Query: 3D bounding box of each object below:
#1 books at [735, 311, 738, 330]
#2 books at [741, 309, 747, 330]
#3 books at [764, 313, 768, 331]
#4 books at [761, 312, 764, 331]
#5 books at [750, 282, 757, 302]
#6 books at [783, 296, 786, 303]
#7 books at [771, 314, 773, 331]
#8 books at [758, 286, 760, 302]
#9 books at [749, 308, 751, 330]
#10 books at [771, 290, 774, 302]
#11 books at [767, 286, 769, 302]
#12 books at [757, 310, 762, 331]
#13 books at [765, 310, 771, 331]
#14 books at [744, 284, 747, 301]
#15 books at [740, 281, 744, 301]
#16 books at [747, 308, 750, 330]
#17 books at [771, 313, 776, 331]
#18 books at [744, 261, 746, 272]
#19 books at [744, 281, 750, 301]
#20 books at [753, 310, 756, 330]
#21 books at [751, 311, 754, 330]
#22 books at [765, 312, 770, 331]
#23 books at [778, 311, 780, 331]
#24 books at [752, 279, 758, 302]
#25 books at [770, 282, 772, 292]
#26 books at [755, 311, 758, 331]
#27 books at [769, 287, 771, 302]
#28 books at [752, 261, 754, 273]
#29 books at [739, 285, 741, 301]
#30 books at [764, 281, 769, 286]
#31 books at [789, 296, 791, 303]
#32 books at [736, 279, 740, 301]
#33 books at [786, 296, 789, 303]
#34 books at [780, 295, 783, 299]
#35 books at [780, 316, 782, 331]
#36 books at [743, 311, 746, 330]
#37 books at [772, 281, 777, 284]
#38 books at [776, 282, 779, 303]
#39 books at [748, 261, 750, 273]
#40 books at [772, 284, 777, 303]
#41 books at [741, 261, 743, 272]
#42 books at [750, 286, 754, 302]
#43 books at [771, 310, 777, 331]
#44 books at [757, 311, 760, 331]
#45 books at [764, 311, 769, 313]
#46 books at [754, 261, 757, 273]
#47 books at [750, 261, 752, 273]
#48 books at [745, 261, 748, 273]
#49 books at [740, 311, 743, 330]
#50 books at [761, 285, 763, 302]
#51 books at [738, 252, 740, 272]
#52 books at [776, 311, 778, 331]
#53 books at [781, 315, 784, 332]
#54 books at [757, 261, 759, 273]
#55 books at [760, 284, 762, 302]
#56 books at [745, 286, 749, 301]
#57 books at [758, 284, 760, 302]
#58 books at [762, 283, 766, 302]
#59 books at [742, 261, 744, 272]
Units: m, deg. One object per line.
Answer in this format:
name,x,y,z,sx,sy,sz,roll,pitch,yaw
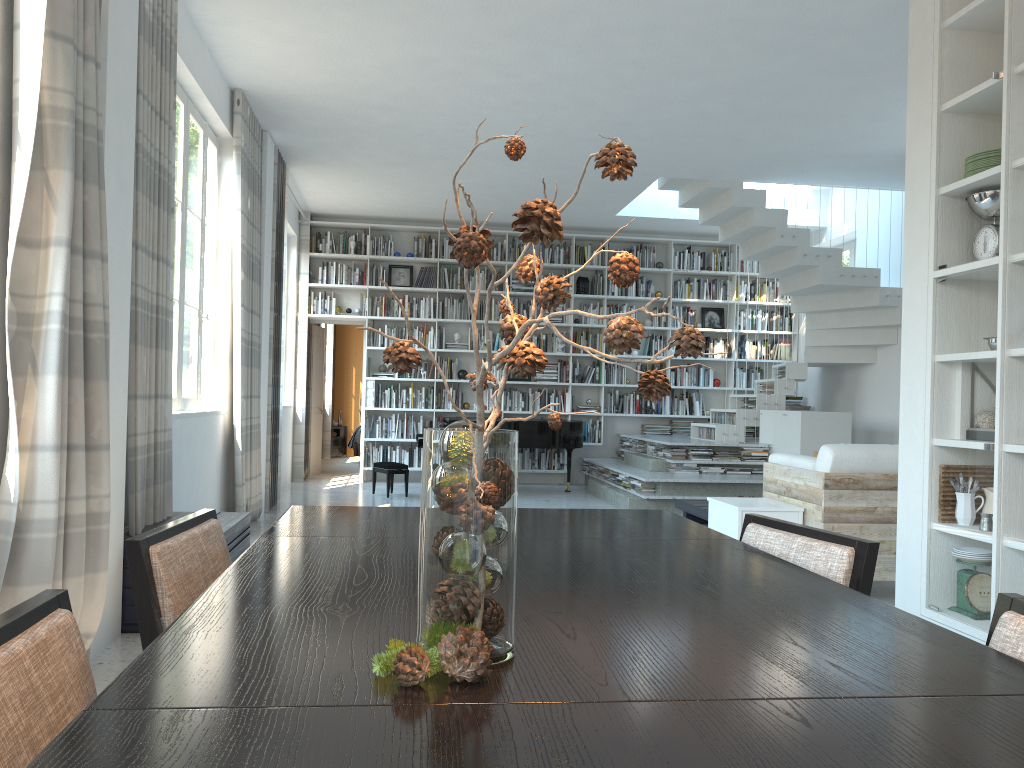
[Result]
books,2.896,-0.810,11.471,0.012,0.254,0.161,2,-1,-7
books,2.998,-0.823,11.465,0.014,0.285,0.185,2,-1,-7
books,3.266,-0.795,11.509,0.045,0.245,0.177,2,-1,-7
books,3.236,-0.800,11.526,0.012,0.254,0.161,2,-1,-7
books,3.108,-1.172,11.416,0.023,0.253,0.189,2,-1,-7
books,3.518,-1.139,11.547,0.023,0.213,0.180,2,-1,-7
books,3.355,-0.788,11.547,0.028,0.237,0.146,2,-1,-7
books,3.146,-1.147,11.429,0.014,0.206,0.184,2,-1,-7
books,3.059,-0.825,11.487,0.012,0.293,0.165,2,0,-7
books,3.362,-1.127,11.543,0.034,0.182,0.156,2,-1,-7
books,3.288,-1.149,11.514,0.023,0.220,0.171,2,-1,-7
books,3.189,-0.816,11.506,0.030,0.284,0.166,2,0,-7
books,3.331,-0.816,11.543,0.024,0.292,0.132,2,0,-7
books,2.962,-1.161,11.400,0.049,0.223,0.161,2,-1,-7
books,2.927,-1.182,11.385,0.026,0.263,0.189,2,-1,-7
books,3.040,-0.827,11.497,0.022,0.297,0.162,2,0,-7
books,3.383,-0.795,11.540,0.025,0.252,0.160,2,-1,-7
books,2.980,-1.529,11.472,0.022,0.229,0.175,2,-1,-7
books,3.021,-1.179,11.417,0.023,0.263,0.158,2,-1,-7
books,3.115,-0.812,11.504,0.025,0.271,0.152,2,0,-7
books,3.097,-0.807,11.493,0.013,0.260,0.158,2,-1,-7
books,3.299,-0.800,11.520,0.023,0.258,0.184,2,-1,-7
books,3.437,-0.801,11.531,0.028,0.268,0.173,2,-1,-7
books,3.130,-1.193,11.423,0.022,0.296,0.152,2,0,-7
books,3.334,-1.178,11.540,0.024,0.281,0.153,2,0,-7
books,3.140,-0.806,11.497,0.024,0.259,0.156,2,-1,-7
books,3.317,-1.144,11.512,0.013,0.213,0.186,2,-1,-7
books,3.099,-1.541,11.501,0.022,0.259,0.163,2,-1,-7
books,2.901,-1.154,11.390,0.024,0.205,0.165,2,-1,-7
books,3.305,-1.186,11.524,0.010,0.295,0.165,2,0,-7
books,3.600,-1.153,11.567,0.040,0.246,0.160,2,-1,-7
books,2.885,-1.199,11.388,0.010,0.294,0.183,2,-1,-7
books,3.565,-1.160,11.563,0.029,0.258,0.163,2,-1,-7
books,3.473,-1.160,11.544,0.070,0.254,0.154,2,-1,-7
books,3.463,-0.773,11.533,0.025,0.211,0.188,2,-1,-7
books,2.976,-0.809,11.477,0.026,0.256,0.173,2,-1,-7
books,3.407,-1.182,11.551,0.011,0.294,0.151,2,0,-7
books,3.426,-1.178,11.542,0.023,0.287,0.163,2,0,-7
books,3.044,-1.566,11.489,0.012,0.306,0.184,2,-1,-7
books,3.393,-1.166,11.527,0.022,0.261,0.160,2,-1,-7
books,2.950,-1.559,11.478,0.013,0.286,0.150,2,0,-7
books,3.081,-1.151,11.432,0.025,0.211,0.134,2,-1,-7
books,3.403,-0.810,11.533,0.012,0.283,0.151,2,0,-7
books,3.163,-0.807,11.498,0.022,0.262,0.172,2,-1,-7
books,3.313,-0.807,11.545,0.010,0.273,0.130,2,0,-7
books,3.125,-1.543,11.505,0.029,0.264,0.179,2,-1,-7
books,3.075,-1.550,11.502,0.027,0.275,0.148,2,0,-7
books,3.014,-1.536,11.484,0.023,0.244,0.182,2,-1,-7
books,2.941,-0.806,11.461,0.023,0.247,0.182,2,-1,-7
books,3.194,-1.154,11.431,0.013,0.222,0.174,2,-1,-7
books,2.907,-1.554,11.476,0.022,0.275,0.160,2,0,-7
books,3.416,-0.807,11.531,0.013,0.277,0.188,2,-1,-7
books,3.487,-0.776,11.545,0.025,0.220,0.177,2,-1,-7
books,3.162,-1.534,11.518,0.027,0.249,0.154,2,-1,-7
books,3.180,-1.162,11.439,0.012,0.237,0.165,2,-1,-7
books,2.999,-1.145,11.399,0.024,0.193,0.190,2,-1,-7
books,3.163,-1.164,11.437,0.022,0.242,0.144,2,-1,-7
books,3.218,-1.162,11.457,0.042,0.242,0.247,2,-1,-7
books,2.964,-1.550,11.467,0.012,0.269,0.184,2,-1,-7
